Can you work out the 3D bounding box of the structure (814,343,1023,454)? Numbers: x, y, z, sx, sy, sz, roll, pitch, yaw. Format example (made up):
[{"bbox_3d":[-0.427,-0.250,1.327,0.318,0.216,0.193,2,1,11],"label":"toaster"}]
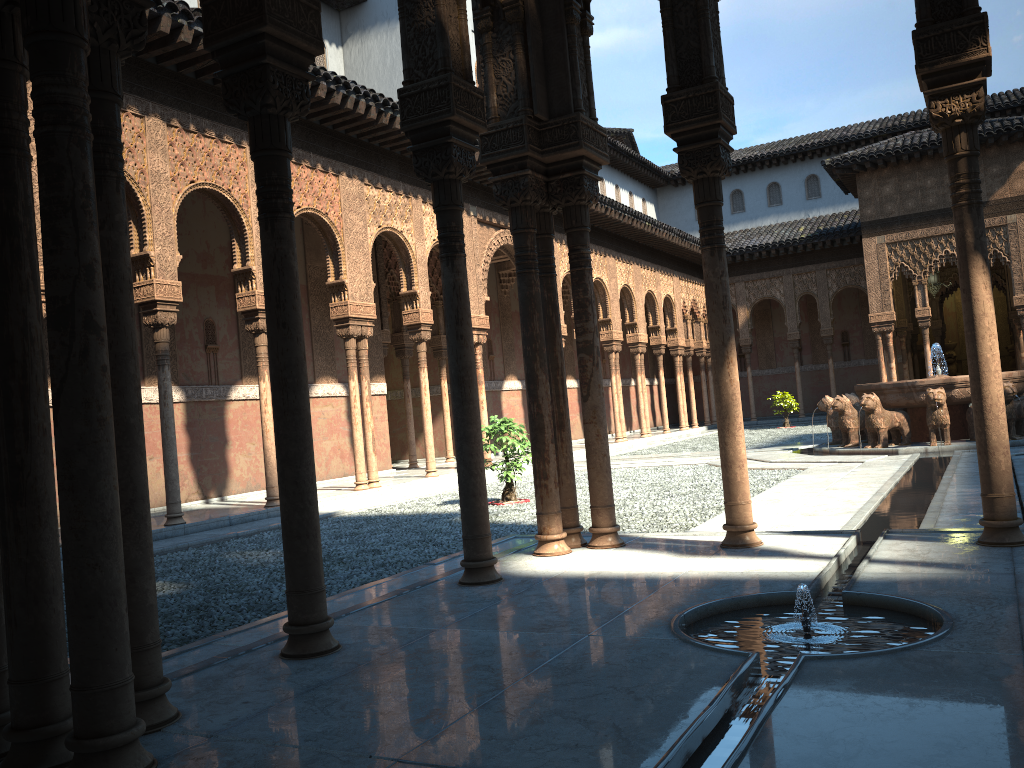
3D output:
[{"bbox_3d":[7.975,0.224,16.502,4.508,1.991,4.508,-6,-2,28],"label":"structure"}]
